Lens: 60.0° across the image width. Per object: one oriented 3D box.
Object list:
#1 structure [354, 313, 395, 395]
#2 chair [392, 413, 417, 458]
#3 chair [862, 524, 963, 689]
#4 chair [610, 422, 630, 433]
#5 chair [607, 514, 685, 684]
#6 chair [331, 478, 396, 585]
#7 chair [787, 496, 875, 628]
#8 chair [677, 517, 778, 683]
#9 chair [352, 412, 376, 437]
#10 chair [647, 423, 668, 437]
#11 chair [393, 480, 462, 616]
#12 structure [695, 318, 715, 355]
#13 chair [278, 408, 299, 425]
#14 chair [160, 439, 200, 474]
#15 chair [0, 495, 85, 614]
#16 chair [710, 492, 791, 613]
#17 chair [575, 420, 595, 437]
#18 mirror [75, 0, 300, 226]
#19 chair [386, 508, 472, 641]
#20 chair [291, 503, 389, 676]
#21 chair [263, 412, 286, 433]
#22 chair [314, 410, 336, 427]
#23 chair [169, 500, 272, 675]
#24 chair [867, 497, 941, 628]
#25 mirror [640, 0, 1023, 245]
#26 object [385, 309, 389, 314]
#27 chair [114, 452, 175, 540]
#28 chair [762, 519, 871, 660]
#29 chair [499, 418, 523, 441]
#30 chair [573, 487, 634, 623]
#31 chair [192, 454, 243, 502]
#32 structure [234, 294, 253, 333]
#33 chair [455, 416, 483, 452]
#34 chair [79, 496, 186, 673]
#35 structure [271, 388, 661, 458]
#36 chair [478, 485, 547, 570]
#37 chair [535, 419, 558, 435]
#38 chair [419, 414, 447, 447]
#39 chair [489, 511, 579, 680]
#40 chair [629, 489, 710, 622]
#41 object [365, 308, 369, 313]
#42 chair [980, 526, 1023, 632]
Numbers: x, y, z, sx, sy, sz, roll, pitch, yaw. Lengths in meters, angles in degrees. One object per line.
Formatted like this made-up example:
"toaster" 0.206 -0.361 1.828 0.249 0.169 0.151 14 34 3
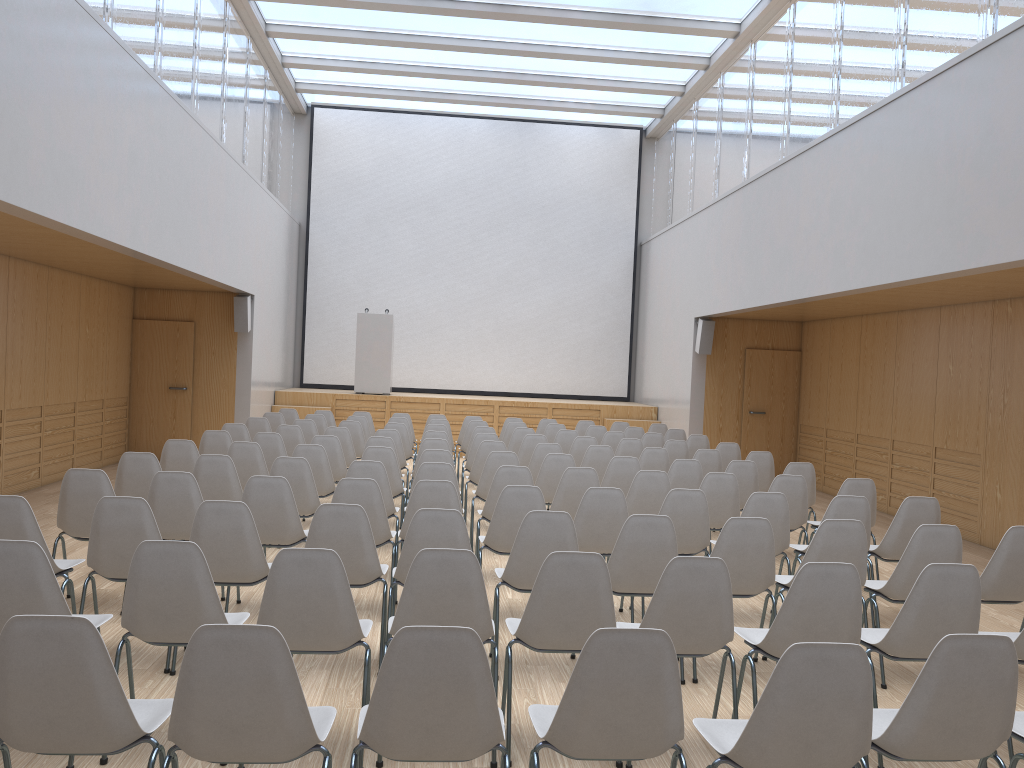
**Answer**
"structure" -2.375 -0.513 15.357 0.605 1.379 0.605 2 1 -5
"chair" -1.580 0.836 12.599 0.479 0.876 0.505 2 1 -5
"chair" 2.174 1.160 4.856 0.479 0.876 0.505 2 1 -5
"chair" 1.514 0.971 12.895 0.479 0.876 0.505 2 1 -5
"chair" 0.657 1.093 4.746 0.479 0.876 0.505 2 1 -5
"chair" -0.972 1.001 5.628 0.479 0.876 0.505 2 1 -5
"chair" 2.097 1.136 5.853 0.479 0.876 0.505 2 1 -5
"chair" 1.176 1.115 4.810 0.479 0.876 0.505 2 1 -5
"chair" -2.114 0.814 12.513 0.479 0.876 0.505 2 1 -5
"chair" 2.058 0.996 12.913 0.479 0.876 0.505 2 1 -5
"chair" -0.510 1.021 5.696 0.479 0.876 0.505 2 1 -5
"structure" 2.894 -0.715 13.327 0.196 0.542 0.368 2 1 -5
"chair" -3.123 0.769 12.466 0.479 0.876 0.505 2 1 -5
"chair" -2.744 0.884 7.482 0.479 0.876 0.505 2 1 -5
"chair" -2.456 0.957 4.456 0.479 0.876 0.505 2 1 -5
"chair" 1.578 1.113 5.848 0.479 0.876 0.505 2 1 -5
"chair" 1.014 0.950 12.823 0.479 0.876 0.505 2 1 -5
"mirror" -3.325 -3.827 7.829 0.253 2.090 17.826 2 1 -5
"chair" -0.402 1.047 4.633 0.479 0.876 0.505 2 1 -5
"chair" -0.888 1.024 4.650 0.479 0.876 0.505 2 1 -5
"chair" -3.067 0.791 11.496 0.479 0.876 0.505 2 1 -5
"chair" -2.625 0.792 12.427 0.479 0.876 0.505 2 1 -5
"chair" -1.446 1.000 4.584 0.479 0.876 0.505 2 1 -5
"chair" 2.596 1.157 5.964 0.479 0.876 0.505 2 1 -5
"mirror" 3.435 -3.531 8.413 0.253 2.090 17.826 2 1 -5
"object" -2.150 -1.145 15.294 0.166 0.305 0.252 2 1 -33
"chair" -2.652 0.908 6.467 0.479 0.876 0.505 2 1 -5
"chair" 1.686 1.137 4.882 0.479 0.876 0.505 2 1 -5
"chair" -0.010 0.906 12.694 0.479 0.876 0.505 2 1 -5
"chair" 0.532 1.068 5.717 0.479 0.876 0.505 2 1 -5
"chair" -2.143 0.930 6.530 0.479 0.876 0.505 2 1 -5
"structure" -3.868 -1.011 12.743 0.196 0.542 0.368 2 1 -5
"chair" -0.578 0.881 12.666 0.479 0.876 0.505 2 1 -5
"chair" -1.932 0.978 4.570 0.479 0.876 0.505 2 1 -5
"structure" -0.787 0.756 15.747 6.552 1.027 2.728 3 1 -5
"chair" 0.023 1.046 5.632 0.479 0.876 0.505 2 1 -5
"chair" 0.478 0.926 12.795 0.479 0.876 0.505 2 1 -5
"chair" -1.085 0.858 12.670 0.479 0.876 0.505 2 1 -5
"chair" 0.145 1.070 4.721 0.479 0.876 0.505 2 1 -5
"chair" 1.058 1.090 5.822 0.479 0.876 0.505 2 1 -5
"object" -2.496 -1.160 15.264 0.166 0.305 0.252 2 1 -33
"chair" 2.690 1.181 4.941 0.479 0.876 0.505 2 1 -5
